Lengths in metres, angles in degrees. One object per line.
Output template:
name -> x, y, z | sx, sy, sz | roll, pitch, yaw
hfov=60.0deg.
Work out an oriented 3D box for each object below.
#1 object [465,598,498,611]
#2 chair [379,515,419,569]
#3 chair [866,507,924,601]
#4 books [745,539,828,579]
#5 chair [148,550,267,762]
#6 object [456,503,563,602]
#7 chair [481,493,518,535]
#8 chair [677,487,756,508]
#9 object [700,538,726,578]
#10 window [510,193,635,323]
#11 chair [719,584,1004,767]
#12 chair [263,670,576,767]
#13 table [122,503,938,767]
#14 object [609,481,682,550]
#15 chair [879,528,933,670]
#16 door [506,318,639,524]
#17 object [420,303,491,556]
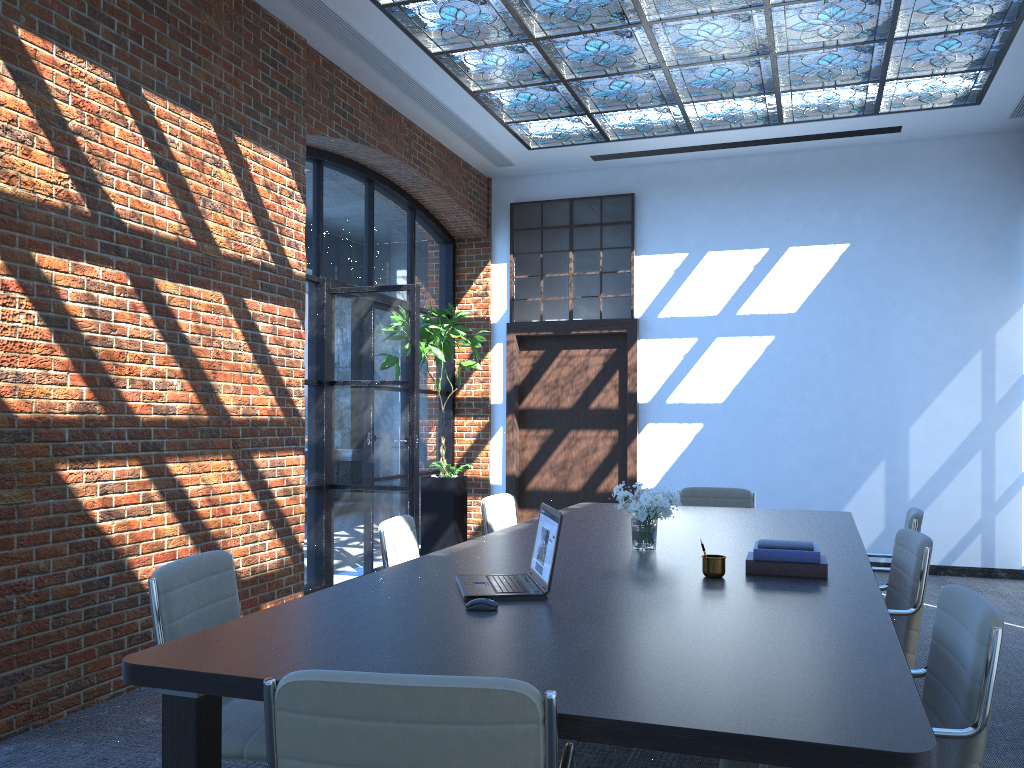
object -> -0.093, 0.677, 2.724 | 0.101, 0.034, 0.059 | 0, -2, -1
chair -> -0.253, 1.104, 4.209 | 0.706, 0.923, 0.560 | 0, -1, 8
chair -> 1.878, 1.141, 4.882 | 0.706, 0.923, 0.560 | 0, -1, 23
books -> 1.061, 0.670, 3.427 | 0.294, 0.115, 0.255 | 0, -2, 18
chair -> -0.781, 1.048, 2.967 | 0.706, 0.923, 0.560 | 0, -1, 8
object -> -0.019, 0.567, 3.048 | 0.323, 0.282, 0.390 | 0, -2, -8
chair -> 0.194, 1.161, 5.503 | 0.706, 0.923, 0.560 | 0, -1, 19
chair -> 1.357, 1.189, 6.056 | 0.560, 0.922, 0.707 | 0, -1, 19
object -> 0.755, 0.650, 3.314 | 0.091, 0.142, 0.091 | 0, -1, -3
window -> 0.614, -1.276, 9.190 | 1.329, 1.292, 0.059 | 0, 0, 19
chair -> 0.938, 1.034, 2.464 | 0.706, 0.923, 0.560 | 0, -1, 14
chair -> -0.155, 1.007, 1.939 | 0.560, 0.922, 0.707 | 0, -1, 8
table -> 0.622, 1.153, 3.951 | 1.809, 0.809, 4.507 | 0, -2, 19
object -> 0.619, 0.597, 4.043 | 0.329, 0.309, 0.336 | -1, -2, 30
chair -> 1.410, 1.094, 3.834 | 0.706, 0.923, 0.560 | 0, -1, 13
door -> 0.629, 0.567, 9.237 | 1.400, 2.434, 0.200 | 0, 0, 19
object -> -0.652, 0.491, 8.196 | 0.945, 2.490, 1.324 | 0, -1, 19
